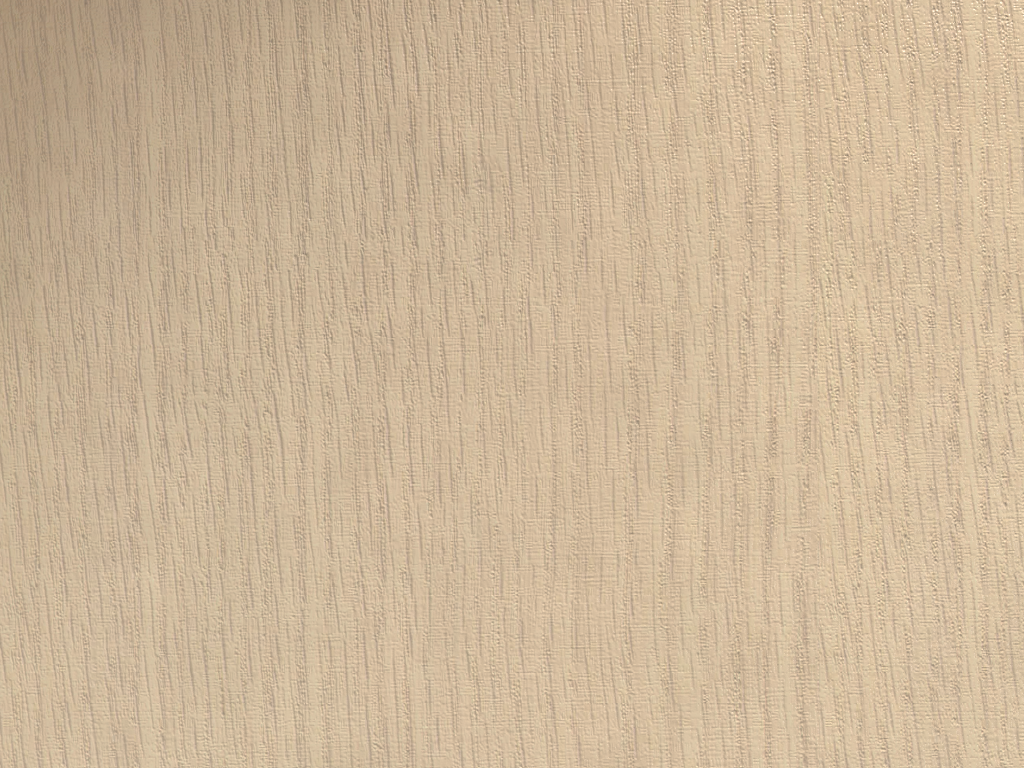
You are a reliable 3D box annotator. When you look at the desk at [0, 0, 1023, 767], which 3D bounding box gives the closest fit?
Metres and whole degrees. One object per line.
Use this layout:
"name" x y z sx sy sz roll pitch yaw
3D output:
"desk" 0.352 0.056 0.056 1.469 1.566 0.967 0 90 0
